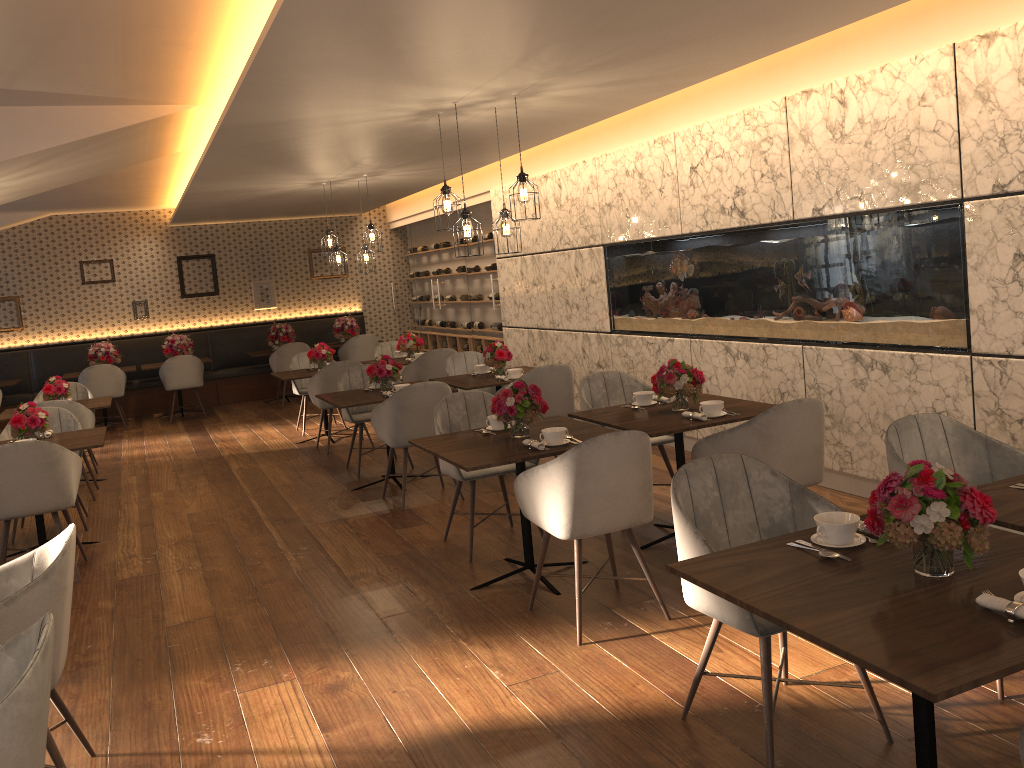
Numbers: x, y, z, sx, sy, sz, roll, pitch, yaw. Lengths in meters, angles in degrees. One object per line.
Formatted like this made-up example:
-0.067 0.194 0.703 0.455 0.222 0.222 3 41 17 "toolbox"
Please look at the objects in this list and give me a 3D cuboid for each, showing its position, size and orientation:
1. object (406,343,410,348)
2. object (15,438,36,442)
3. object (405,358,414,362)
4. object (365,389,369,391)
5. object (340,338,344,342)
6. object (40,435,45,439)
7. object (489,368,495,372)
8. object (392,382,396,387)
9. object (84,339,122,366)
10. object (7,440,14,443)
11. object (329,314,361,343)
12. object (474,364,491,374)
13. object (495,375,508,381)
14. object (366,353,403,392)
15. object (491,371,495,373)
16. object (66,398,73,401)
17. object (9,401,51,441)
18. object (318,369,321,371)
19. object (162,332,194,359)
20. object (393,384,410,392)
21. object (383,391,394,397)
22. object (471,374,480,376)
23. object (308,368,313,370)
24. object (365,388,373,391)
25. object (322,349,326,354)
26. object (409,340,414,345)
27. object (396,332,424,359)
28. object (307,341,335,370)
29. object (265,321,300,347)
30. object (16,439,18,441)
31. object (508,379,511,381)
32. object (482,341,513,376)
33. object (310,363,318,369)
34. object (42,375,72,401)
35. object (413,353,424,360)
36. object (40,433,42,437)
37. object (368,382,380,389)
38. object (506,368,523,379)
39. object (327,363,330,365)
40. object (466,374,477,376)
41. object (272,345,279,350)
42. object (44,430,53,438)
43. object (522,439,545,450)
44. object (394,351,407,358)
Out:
-1.113 -0.410 9.443 0.049 0.052 0.078 -7 6 -13 "object"
-3.025 0.387 5.513 0.148 0.072 0.149 -1 8 34 "object"
-1.064 -0.251 9.208 0.056 0.039 0.176 -8 8 -23 "object"
-1.184 0.043 7.102 0.043 0.015 0.197 -9 8 -26 "object"
-2.534 -0.676 13.409 0.148 0.072 0.149 -3 7 19 "object"
-3.221 0.355 6.081 0.025 0.024 0.193 -8 8 -23 "object"
-0.146 -0.123 7.568 0.056 0.039 0.176 -8 8 -23 "object"
-0.986 0.000 7.208 0.056 0.039 0.176 -8 8 -23 "object"
-5.457 -0.383 11.832 0.405 0.423 0.422 -3 6 21 "object"
-3.393 0.387 5.997 0.043 0.015 0.197 -9 8 -26 "object"
-2.444 -0.814 13.042 0.405 0.423 0.422 -3 6 21 "object"
-0.252 -0.125 7.522 0.148 0.072 0.149 1 9 44 "object"
-0.080 -0.048 6.934 0.056 0.039 0.176 -8 8 -23 "object"
-0.988 -0.094 6.904 0.234 0.300 0.307 0 8 44 "object"
-0.173 -0.111 7.546 0.025 0.024 0.193 -8 8 -23 "object"
-4.116 0.153 8.233 0.056 0.039 0.176 -8 8 -23 "object"
-3.127 0.249 5.753 0.234 0.300 0.306 -6 6 -4 "object"
-1.903 -0.128 8.848 0.056 0.039 0.176 -8 8 -23 "object"
-4.566 -0.500 12.106 0.421 0.423 0.406 -7 6 -21 "object"
-0.817 0.043 6.618 0.148 0.072 0.149 1 9 44 "object"
-0.919 0.075 6.574 0.056 0.039 0.176 -8 8 -23 "object"
-0.310 -0.078 7.470 0.022 0.004 0.211 -8 8 -23 "object"
-2.133 -0.159 9.384 0.022 0.004 0.211 -8 8 -23 "object"
-1.149 0.045 7.110 0.022 0.004 0.211 -8 8 -23 "object"
-1.948 -0.329 9.105 0.077 0.052 0.046 -2 6 29 "object"
-1.090 -0.442 9.439 0.048 0.052 0.076 -10 8 -43 "object"
-1.093 -0.422 9.521 0.305 0.300 0.235 -5 5 -1 "object"
-1.973 -0.297 9.178 0.234 0.300 0.307 0 8 44 "object"
-3.298 -0.688 12.664 0.405 0.423 0.422 -3 6 19 "object"
-3.357 0.388 6.005 0.022 0.004 0.211 -8 8 -23 "object"
-0.052 -0.046 6.957 0.025 0.024 0.193 -8 8 -23 "object"
-0.107 -0.219 7.250 0.235 0.300 0.306 -7 6 -21 "object"
-2.075 -0.205 9.436 0.148 0.072 0.149 1 9 44 "object"
-4.049 0.060 7.882 0.234 0.300 0.306 -6 6 -4 "object"
-0.962 -0.283 9.252 0.148 0.072 0.149 1 9 44 "object"
-3.300 0.342 6.057 0.148 0.072 0.149 -1 8 34 "object"
-1.091 -0.002 7.162 0.148 0.072 0.149 1 9 44 "object"
0.023 -0.080 6.978 0.148 0.072 0.149 1 9 44 "object"
-1.970 -0.204 9.482 0.056 0.039 0.176 -8 8 -23 "object"
-0.338 -0.081 7.465 0.043 0.015 0.198 -8 8 -19 "object"
-3.449 -0.542 13.017 0.148 0.072 0.149 -2 7 24 "object"
-3.194 0.343 6.103 0.056 0.039 0.176 -8 8 -23 "object"
0.103 0.287 4.213 0.056 0.039 0.176 -8 8 -23 "object"
-1.236 -0.328 9.796 0.148 0.072 0.149 1 9 44 "object"
